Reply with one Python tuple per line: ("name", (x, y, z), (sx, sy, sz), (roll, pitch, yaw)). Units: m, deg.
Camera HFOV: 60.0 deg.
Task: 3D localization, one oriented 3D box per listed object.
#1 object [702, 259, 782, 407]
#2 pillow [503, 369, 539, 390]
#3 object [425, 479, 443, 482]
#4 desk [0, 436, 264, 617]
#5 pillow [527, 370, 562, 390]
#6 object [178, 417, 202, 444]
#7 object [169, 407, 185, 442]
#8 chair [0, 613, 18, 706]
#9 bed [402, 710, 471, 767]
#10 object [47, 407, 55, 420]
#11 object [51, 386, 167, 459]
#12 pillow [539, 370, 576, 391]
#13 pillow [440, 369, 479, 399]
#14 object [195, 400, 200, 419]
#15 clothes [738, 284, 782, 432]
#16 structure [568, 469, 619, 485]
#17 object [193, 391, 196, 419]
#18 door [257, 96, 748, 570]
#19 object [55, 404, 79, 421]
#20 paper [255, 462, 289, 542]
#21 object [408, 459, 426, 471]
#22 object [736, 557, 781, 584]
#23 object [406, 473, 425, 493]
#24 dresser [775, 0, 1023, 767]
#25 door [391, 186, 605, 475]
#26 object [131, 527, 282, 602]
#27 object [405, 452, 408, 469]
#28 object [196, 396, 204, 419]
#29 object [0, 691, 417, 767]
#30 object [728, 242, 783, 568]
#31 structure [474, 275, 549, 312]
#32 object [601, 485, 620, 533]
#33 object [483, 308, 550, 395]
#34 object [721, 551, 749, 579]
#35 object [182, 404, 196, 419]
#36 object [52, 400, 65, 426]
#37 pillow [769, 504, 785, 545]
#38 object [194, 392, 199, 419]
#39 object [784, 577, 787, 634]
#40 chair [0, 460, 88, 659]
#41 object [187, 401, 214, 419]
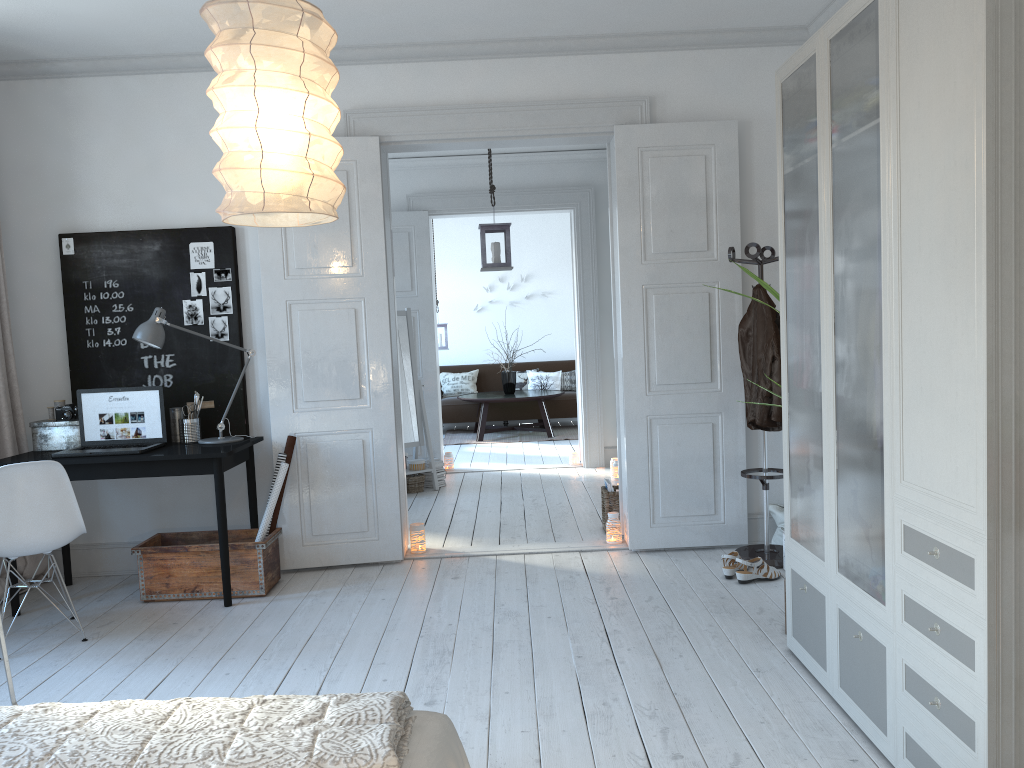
("object", (1.331, 0.215, 3.701), (1.044, 1.556, 0.288), (0, 5, 29))
("pillow", (0.123, -0.016, 11.548), (0.473, 0.348, 0.158), (-3, 4, -2))
("object", (-0.674, 0.797, 7.422), (0.156, 0.014, 0.111), (1, 5, 43))
("desk", (-1.919, 0.711, 4.554), (1.159, 0.760, 0.650), (-3, 4, 0))
("pillow", (0.415, -0.034, 11.472), (0.471, 0.309, 0.188), (-3, 4, 0))
("object", (-1.708, 0.247, 4.707), (0.108, 0.129, 0.108), (-2, 4, 15))
("object", (-1.799, 0.222, 4.776), (0.079, 0.188, 0.079), (-4, 5, -21))
("chair", (-2.030, 0.800, 2.867), (0.562, 0.798, 0.524), (-3, 4, 0))
("bed", (-0.913, 0.751, 0.787), (1.888, 1.048, 2.173), (-3, 4, 0))
("object", (-2.452, 0.157, 4.721), (0.040, 0.069, 0.040), (-4, 4, -12))
("object", (-2.014, 0.185, 4.425), (0.445, 0.316, 0.325), (-3, 4, 0))
("pillow", (0.616, -0.037, 11.586), (0.542, 0.288, 0.182), (-3, 4, 1))
("pillow", (-0.683, 0.007, 11.584), (0.519, 0.367, 0.238), (-3, 4, -1))
("object", (-1.681, 0.197, 4.709), (0.009, 0.222, 0.082), (0, 5, 29))
("clothes", (1.293, -0.130, 4.561), (0.237, 0.771, 0.211), (0, 5, 33))
("structure", (1.128, -0.566, 7.514), (0.800, 2.831, 1.246), (2, 6, 45))
("object", (-1.690, 0.172, 4.716), (0.008, 0.268, 0.060), (-1, 5, 16))
("door", (-0.033, -0.281, 5.052), (2.598, 2.509, 0.577), (-3, 5, 0))
("object", (-2.302, 0.149, 4.588), (0.137, 0.087, 0.073), (-3, 4, 0))
("paper", (-1.279, 0.726, 4.589), (0.283, 0.627, 0.041), (-4, 5, -22))
("object", (-0.775, 0.658, 7.223), (0.142, 0.075, 0.142), (-4, 4, -16))
("object", (1.213, 0.899, 4.345), (0.272, 0.126, 0.099), (-5, 5, -28))
("object", (-0.826, 0.808, 7.251), (0.185, 0.140, 0.295), (-5, 4, -28))
("dresser", (1.316, -0.037, 2.624), (0.630, 2.166, 1.430), (-3, 4, 0))
("door", (-0.053, -0.466, 8.058), (2.598, 2.509, 0.577), (-3, 5, 0))
("object", (-1.552, 0.931, 4.574), (0.664, 0.283, 0.339), (-3, 4, 0))
("object", (-0.964, 0.620, 7.315), (0.207, 0.159, 0.240), (-2, 4, 7))
("object", (-1.670, 0.187, 4.703), (0.084, 0.240, 0.009), (-5, 5, -23))
("object", (-0.912, 0.661, 1.625), (1.460, 0.104, 0.404), (-3, 4, 0))
("object", (1.320, 0.105, 4.649), (0.374, 1.661, 0.374), (-2, 5, 7))
("structure", (-0.014, -1.220, 11.847), (1.025, 0.479, 0.085), (-3, 5, 0))
("object", (0.704, 0.779, 5.530), (0.270, 0.265, 0.223), (-3, 4, 0))
("object", (0.071, -0.409, 10.594), (0.845, 1.067, 0.525), (-5, 5, -29))
("object", (1.122, 0.894, 4.485), (0.099, 0.126, 0.272), (0, 5, 32))
("object", (-1.721, 0.207, 4.715), (0.081, 0.199, 0.050), (-1, 5, 25))
("object", (-2.397, 0.154, 4.655), (0.056, 0.130, 0.167), (-3, 4, -2))
("pillow", (1.586, 0.753, 4.878), (0.317, 0.314, 0.272), (-3, 4, 1))
("object", (-1.685, 0.174, 4.716), (0.012, 0.264, 0.062), (2, 6, 42))
("object", (1.184, 0.835, 3.611), (0.132, 0.352, 0.137), (-1, 5, 22))
("chair", (-2.135, 0.726, 3.913), (0.474, 0.825, 0.554), (-6, 5, -35))
("object", (-1.664, 0.199, 4.757), (0.138, 0.209, 0.034), (-4, 5, -20))
